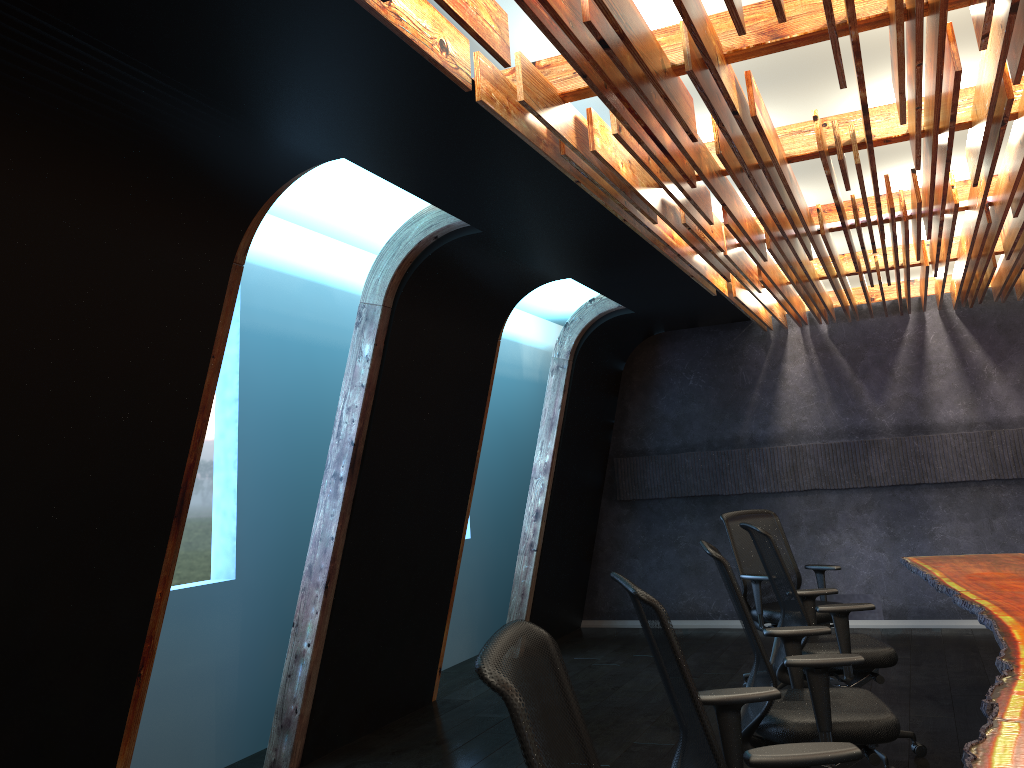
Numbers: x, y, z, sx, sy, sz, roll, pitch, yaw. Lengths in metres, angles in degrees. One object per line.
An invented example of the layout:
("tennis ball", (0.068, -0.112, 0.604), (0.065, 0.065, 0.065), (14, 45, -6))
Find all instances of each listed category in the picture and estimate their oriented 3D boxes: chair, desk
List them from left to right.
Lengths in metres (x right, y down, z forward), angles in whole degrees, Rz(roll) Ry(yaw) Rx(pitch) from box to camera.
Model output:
("chair", (0.392, 1.083, 1.563), (0.795, 1.270, 0.794), (-5, -12, 8))
("chair", (0.752, 1.173, 2.525), (0.796, 1.270, 0.792), (-3, -12, -2))
("chair", (2.001, 1.524, 6.210), (0.814, 1.270, 0.775), (4, -14, -31))
("chair", (1.248, 1.267, 3.602), (0.795, 1.270, 0.794), (-5, -12, 8))
("chair", (1.757, 1.375, 4.804), (0.796, 1.270, 0.792), (-4, -12, 3))
("desk", (2.520, 1.343, 3.177), (2.020, 0.837, 6.556), (-7, -8, 24))

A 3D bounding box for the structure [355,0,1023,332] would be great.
("structure", (2.408, 0.057, 2.984), (4.492, 3.066, 11.293), (-8, -8, 24))
